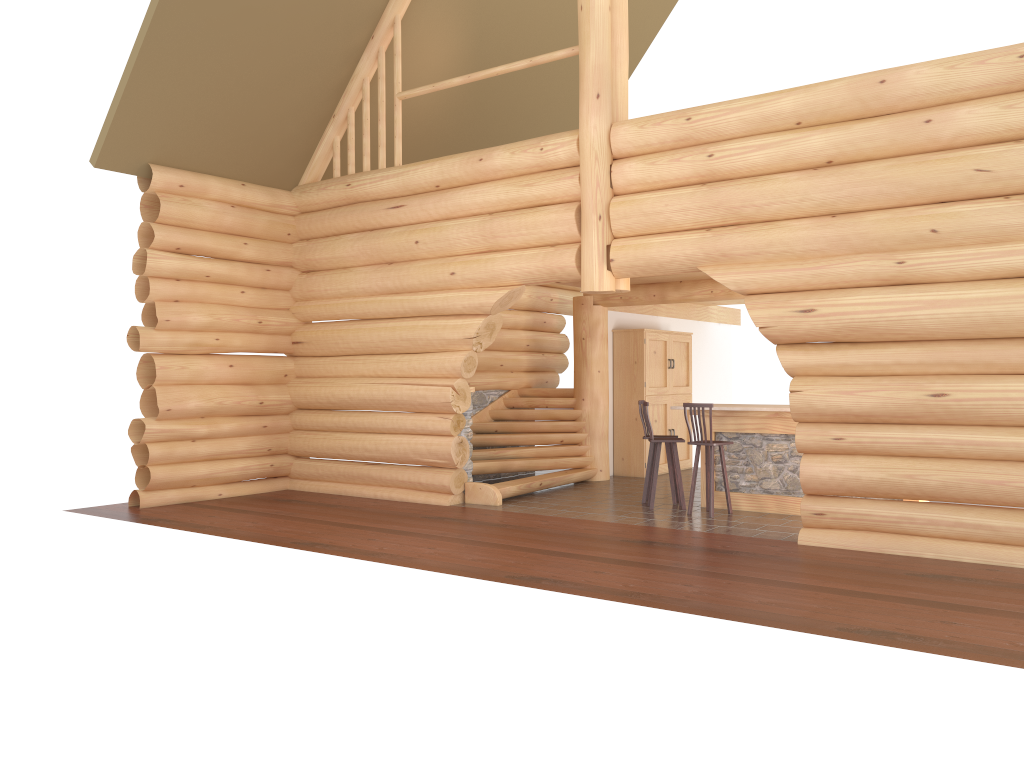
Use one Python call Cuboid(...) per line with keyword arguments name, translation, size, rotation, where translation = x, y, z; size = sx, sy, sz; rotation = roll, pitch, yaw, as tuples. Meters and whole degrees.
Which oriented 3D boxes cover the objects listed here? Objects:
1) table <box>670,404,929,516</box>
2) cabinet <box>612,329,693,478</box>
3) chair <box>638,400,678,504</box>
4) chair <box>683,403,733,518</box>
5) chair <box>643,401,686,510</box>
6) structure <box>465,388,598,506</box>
Cuboid(name="table", translation=(3.643, 0.903, 10.697), size=(3.220, 1.257, 1.196), rotation=(0, 1, 36))
Cuboid(name="cabinet", translation=(2.455, 0.301, 15.197), size=(0.670, 2.403, 1.847), rotation=(0, 1, 36))
Cuboid(name="chair", translation=(1.905, 0.875, 11.541), size=(0.504, 1.319, 0.406), rotation=(0, 0, 16))
Cuboid(name="chair", translation=(2.324, 0.881, 10.488), size=(0.504, 1.319, 0.406), rotation=(-1, 1, -44))
Cuboid(name="chair", translation=(1.891, 0.879, 11.020), size=(0.504, 1.319, 0.406), rotation=(0, 0, 4))
Cuboid(name="structure", translation=(-0.121, 0.717, 13.291), size=(1.951, 1.643, 3.604), rotation=(0, 1, 30))
